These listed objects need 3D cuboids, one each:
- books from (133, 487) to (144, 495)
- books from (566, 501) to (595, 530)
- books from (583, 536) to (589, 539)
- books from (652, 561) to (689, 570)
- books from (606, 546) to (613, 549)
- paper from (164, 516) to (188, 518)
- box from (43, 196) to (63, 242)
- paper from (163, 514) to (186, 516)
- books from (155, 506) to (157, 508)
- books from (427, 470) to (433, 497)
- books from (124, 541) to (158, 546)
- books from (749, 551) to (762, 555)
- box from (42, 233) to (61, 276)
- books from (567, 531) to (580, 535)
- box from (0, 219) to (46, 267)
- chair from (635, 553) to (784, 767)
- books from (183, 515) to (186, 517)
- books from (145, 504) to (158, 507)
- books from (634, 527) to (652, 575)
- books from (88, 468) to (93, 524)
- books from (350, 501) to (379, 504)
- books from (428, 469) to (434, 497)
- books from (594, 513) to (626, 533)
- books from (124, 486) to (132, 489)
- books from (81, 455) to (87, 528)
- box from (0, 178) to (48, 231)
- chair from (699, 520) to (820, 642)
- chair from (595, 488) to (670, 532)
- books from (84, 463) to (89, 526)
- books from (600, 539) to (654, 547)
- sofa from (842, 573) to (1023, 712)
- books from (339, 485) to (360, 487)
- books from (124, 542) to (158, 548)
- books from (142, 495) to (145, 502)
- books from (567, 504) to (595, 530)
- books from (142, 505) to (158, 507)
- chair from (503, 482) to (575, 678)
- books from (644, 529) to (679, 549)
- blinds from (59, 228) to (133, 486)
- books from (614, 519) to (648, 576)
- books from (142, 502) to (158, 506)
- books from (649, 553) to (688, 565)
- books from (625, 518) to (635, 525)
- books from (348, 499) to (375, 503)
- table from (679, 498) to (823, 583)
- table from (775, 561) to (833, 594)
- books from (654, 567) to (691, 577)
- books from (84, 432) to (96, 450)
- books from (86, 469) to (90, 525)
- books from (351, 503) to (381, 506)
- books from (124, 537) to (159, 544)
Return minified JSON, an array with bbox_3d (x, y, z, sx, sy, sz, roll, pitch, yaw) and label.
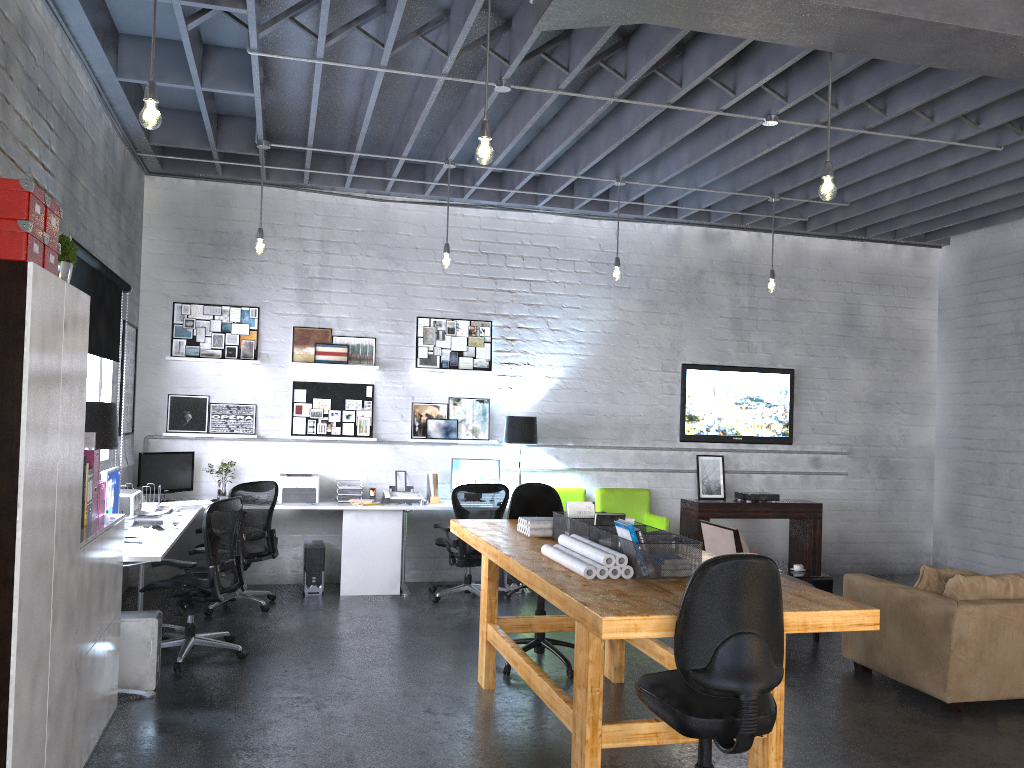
[{"bbox_3d":[-3.015,0.895,7.160,0.017,0.121,0.184,2,-2,0],"label":"books"},{"bbox_3d":[0.390,0.772,5.018,0.171,0.210,0.046,2,-1,-15],"label":"books"},{"bbox_3d":[0.478,0.815,4.622,0.248,0.021,0.177,2,-2,-15],"label":"books"},{"bbox_3d":[0.700,0.811,4.007,0.141,0.021,0.203,2,-2,-13],"label":"books"},{"bbox_3d":[0.572,0.793,4.296,0.250,0.022,0.205,2,-2,-10],"label":"books"},{"bbox_3d":[-2.498,0.987,6.583,0.159,0.001,0.115,3,-2,-26],"label":"paper"},{"bbox_3d":[-1.729,-0.578,3.070,0.268,0.133,0.206,2,-2,-15],"label":"box"},{"bbox_3d":[-2.556,0.989,6.697,0.159,0.001,0.115,3,-3,-32],"label":"paper"},{"bbox_3d":[-2.902,0.943,6.857,0.297,0.006,0.210,2,-2,-15],"label":"books"},{"bbox_3d":[-0.767,0.958,8.327,0.036,0.296,0.210,2,-2,-15],"label":"books"},{"bbox_3d":[-2.215,0.927,5.194,0.209,0.012,0.158,2,-2,9],"label":"books"},{"bbox_3d":[2.200,1.583,8.222,0.185,0.041,0.129,3,-2,-20],"label":"books"},{"bbox_3d":[-1.733,-0.448,3.068,0.270,0.131,0.206,2,-2,-15],"label":"box"},{"bbox_3d":[0.427,0.824,4.839,0.233,0.022,0.184,2,-2,-17],"label":"books"},{"bbox_3d":[-1.680,-0.454,2.866,0.270,0.131,0.206,2,-2,-15],"label":"box"},{"bbox_3d":[0.687,1.168,3.271,0.659,1.164,0.687,2,-1,-16],"label":"chair"},{"bbox_3d":[-2.499,0.986,6.615,0.112,0.002,0.065,3,-3,-37],"label":"books"},{"bbox_3d":[-2.901,0.933,6.857,0.297,0.006,0.210,2,-2,-15],"label":"books"},{"bbox_3d":[0.565,0.739,3.946,0.097,0.209,0.158,2,-2,-15],"label":"books"},{"bbox_3d":[-2.165,0.541,4.311,0.220,0.271,0.082,2,-1,-15],"label":"books"},{"bbox_3d":[-1.311,1.053,7.878,0.211,0.014,0.148,4,-3,-40],"label":"books"},{"bbox_3d":[-0.759,0.958,8.333,0.043,0.296,0.210,2,-2,-15],"label":"books"},{"bbox_3d":[0.484,0.754,4.454,0.158,0.214,0.063,2,-1,-15],"label":"books"},{"bbox_3d":[-3.087,0.885,7.175,0.052,0.109,0.133,2,-2,0],"label":"books"},{"bbox_3d":[-2.100,0.501,4.137,0.197,0.339,0.065,2,-1,-15],"label":"books"},{"bbox_3d":[-1.676,-0.583,2.869,0.270,0.131,0.206,2,-2,-15],"label":"box"},{"bbox_3d":[1.883,1.500,6.808,0.725,0.842,0.575,2,-2,-15],"label":"chair"},{"bbox_3d":[1.174,1.512,8.771,0.611,0.920,0.516,2,-1,-15],"label":"chair"},{"bbox_3d":[-2.105,0.524,4.211,0.159,0.298,0.026,2,-1,-15],"label":"books"},{"bbox_3d":[0.564,0.768,4.290,0.232,0.027,0.185,4,-3,-43],"label":"books"},{"bbox_3d":[3.466,1.619,5.792,2.330,0.628,1.105,2,-2,-15],"label":"sofa"},{"bbox_3d":[-1.501,0.940,8.169,0.134,0.008,0.203,3,-3,-31],"label":"books"},{"bbox_3d":[-2.212,0.939,5.192,0.213,0.012,0.158,1,-2,10],"label":"books"},{"bbox_3d":[-2.995,0.927,7.169,0.037,0.076,0.102,2,-2,0],"label":"books"},{"bbox_3d":[0.395,0.778,4.987,0.158,0.199,0.082,2,-1,-15],"label":"books"},{"bbox_3d":[-2.900,0.938,6.857,0.297,0.006,0.210,2,-2,-13],"label":"books"},{"bbox_3d":[0.223,1.248,5.801,0.659,1.164,0.687,2,-1,-16],"label":"chair"},{"bbox_3d":[0.765,0.855,4.907,0.244,0.067,0.298,2,-2,-5],"label":"books"},{"bbox_3d":[-2.766,-0.008,5.874,0.100,1.631,2.120,2,-2,-15],"label":"blinds"},{"bbox_3d":[0.530,0.726,3.952,0.108,0.234,0.166,2,-2,-15],"label":"books"},{"bbox_3d":[-2.902,0.928,6.861,0.297,0.006,0.210,2,-2,-14],"label":"books"},{"bbox_3d":[0.698,0.789,4.002,0.127,0.022,0.181,3,-2,-20],"label":"books"},{"bbox_3d":[0.542,0.771,4.500,0.143,0.188,0.061,2,-1,-15],"label":"books"},{"bbox_3d":[-1.335,1.037,7.869,0.211,0.014,0.148,2,-2,0],"label":"books"},{"bbox_3d":[2.466,1.618,9.167,1.410,0.819,0.404,2,-1,-15],"label":"table"},{"bbox_3d":[2.297,1.833,8.092,0.873,0.300,0.873,2,-2,-11],"label":"table"},{"bbox_3d":[0.696,0.836,4.005,0.155,0.029,0.226,2,-2,-15],"label":"books"},{"bbox_3d":[-2.185,0.370,4.427,0.192,0.267,0.060,2,-1,-15],"label":"books"},{"bbox_3d":[-2.150,0.542,4.253,0.219,0.267,0.060,2,-1,-10],"label":"books"},{"bbox_3d":[-1.298,1.068,7.894,0.148,0.014,0.211,0,-3,40],"label":"books"},{"bbox_3d":[-2.212,0.916,5.199,0.212,0.010,0.171,1,-2,12],"label":"books"}]
